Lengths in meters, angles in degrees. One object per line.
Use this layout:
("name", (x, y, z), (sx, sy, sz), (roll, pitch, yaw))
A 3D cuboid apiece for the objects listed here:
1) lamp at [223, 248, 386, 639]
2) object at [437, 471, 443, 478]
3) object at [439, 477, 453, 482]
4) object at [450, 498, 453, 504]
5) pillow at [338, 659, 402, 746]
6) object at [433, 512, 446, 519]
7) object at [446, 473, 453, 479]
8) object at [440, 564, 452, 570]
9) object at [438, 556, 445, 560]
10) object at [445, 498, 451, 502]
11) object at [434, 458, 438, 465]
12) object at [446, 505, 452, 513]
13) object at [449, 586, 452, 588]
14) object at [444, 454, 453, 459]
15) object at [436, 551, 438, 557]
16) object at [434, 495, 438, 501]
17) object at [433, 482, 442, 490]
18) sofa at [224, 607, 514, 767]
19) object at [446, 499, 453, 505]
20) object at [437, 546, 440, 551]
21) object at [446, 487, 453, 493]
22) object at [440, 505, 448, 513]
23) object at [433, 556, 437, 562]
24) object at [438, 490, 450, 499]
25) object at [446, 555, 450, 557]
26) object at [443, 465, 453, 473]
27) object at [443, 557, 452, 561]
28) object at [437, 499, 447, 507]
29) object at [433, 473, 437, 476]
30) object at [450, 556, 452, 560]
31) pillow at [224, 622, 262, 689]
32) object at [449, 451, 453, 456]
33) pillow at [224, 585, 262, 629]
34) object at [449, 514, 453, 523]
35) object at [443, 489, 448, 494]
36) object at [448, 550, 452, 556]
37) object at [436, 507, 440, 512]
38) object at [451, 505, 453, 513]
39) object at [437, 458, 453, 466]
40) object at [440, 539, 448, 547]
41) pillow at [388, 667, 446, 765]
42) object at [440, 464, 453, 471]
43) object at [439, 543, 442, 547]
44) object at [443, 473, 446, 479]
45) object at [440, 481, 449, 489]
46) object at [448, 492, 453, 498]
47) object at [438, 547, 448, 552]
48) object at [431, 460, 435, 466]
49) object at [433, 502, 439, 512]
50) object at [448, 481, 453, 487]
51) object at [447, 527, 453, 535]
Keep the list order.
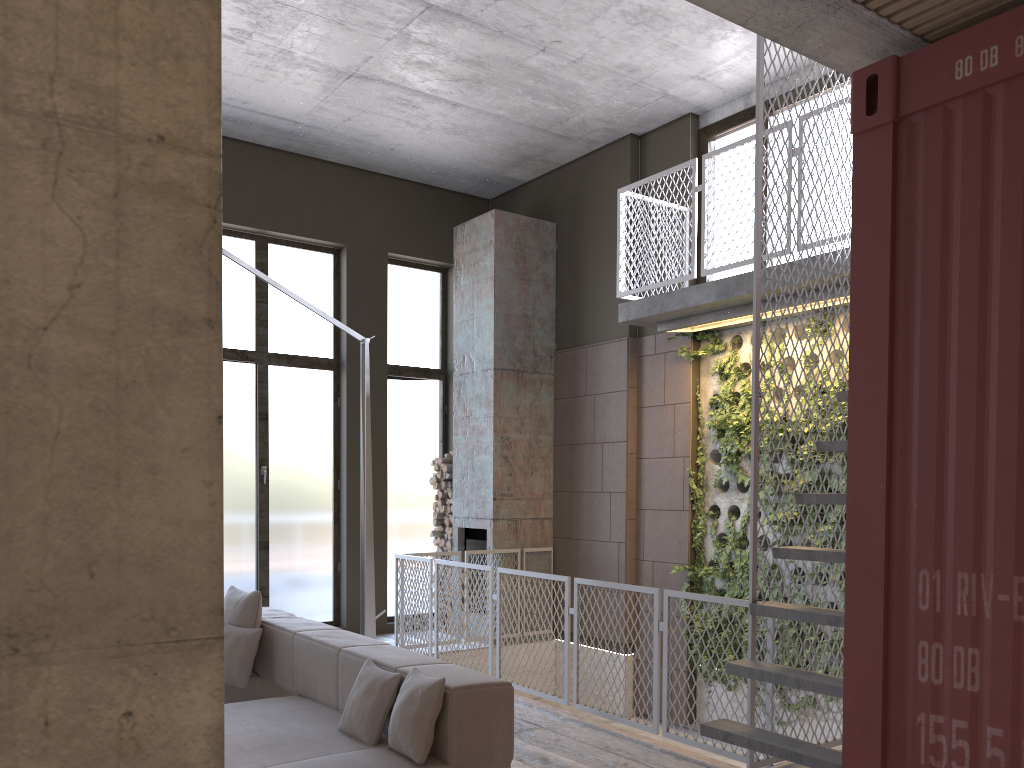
("lamp", (-1.676, 0.604, 5.762), (0.754, 3.423, 2.633), (2, 0, 42))
("object", (-0.640, 1.050, 10.108), (0.480, 0.083, 0.094), (5, -5, -36))
("object", (-0.626, 1.103, 10.108), (0.436, 0.079, 0.115), (5, -6, -36))
("object", (-0.514, 1.330, 9.997), (0.423, 0.072, 0.071), (5, -5, -36))
("pillow", (-0.666, 1.501, 4.115), (0.187, 0.358, 0.371), (0, -2, -36))
("object", (-0.685, 1.525, 10.159), (0.480, 0.083, 0.094), (5, -5, -36))
("object", (-0.552, 1.048, 9.981), (0.423, 0.067, 0.066), (5, -5, -36))
("object", (-0.606, 2.099, 10.134), (0.480, 0.083, 0.094), (5, -5, -36))
("object", (-0.665, 2.041, 10.228), (0.438, 0.093, 0.092), (5, -5, -36))
("object", (-0.594, 1.361, 10.160), (0.363, 0.086, 0.101), (5, -5, -36))
("object", (-0.690, 0.909, 10.201), (0.456, 0.090, 0.091), (5, -5, -37))
("object", (-0.538, 1.434, 10.057), (0.456, 0.089, 0.091), (5, -5, -36))
("object", (-0.519, 2.301, 10.027), (0.423, 0.072, 0.071), (5, -5, -36))
("object", (-0.612, 0.842, 10.081), (0.360, 0.073, 0.065), (5, -5, -37))
("object", (-0.788, 1.977, 10.203), (0.251, 0.073, 0.045), (5, -3, -36))
("object", (-0.784, 1.318, 10.184), (0.251, 0.073, 0.045), (5, -3, -36))
("object", (-0.684, 1.180, 10.150), (0.480, 0.083, 0.094), (5, -5, -36))
("sofa", (-2.076, 1.725, 4.240), (3.018, 0.783, 3.009), (5, -8, -35))
("object", (-0.544, 1.363, 10.072), (0.436, 0.079, 0.115), (5, -6, -36))
("object", (-0.730, 1.936, 10.266), (0.293, 0.103, 0.101), (4, -4, -34))
("object", (-0.567, 1.214, 10.036), (0.364, 0.067, 0.122), (5, -7, -34))
("object", (-0.602, 1.441, 10.114), (0.480, 0.083, 0.094), (5, -5, -36))
("object", (-0.752, 2.052, 10.277), (0.366, 0.108, 0.089), (5, -4, -36))
("object", (-0.707, 1.275, 10.143), (0.294, 0.107, 0.098), (4, -4, -35))
("object", (-0.598, 2.020, 10.180), (0.363, 0.086, 0.101), (5, -5, -36))
("object", (-0.580, 0.972, 10.008), (0.438, 0.093, 0.093), (5, -5, -36))
("object", (-0.583, 2.027, 10.068), (0.456, 0.089, 0.091), (5, -5, -35))
("object", (-0.661, 1.382, 10.208), (0.438, 0.093, 0.092), (5, -5, -36))
("object", (-0.727, 1.069, 10.232), (0.426, 0.086, 0.066), (5, -4, -38))
("object", (-0.509, 1.962, 9.992), (0.426, 0.085, 0.067), (5, -4, -38))
("pillow", (-1.693, 1.649, 5.342), (0.377, 0.372, 0.169), (-1, 0, 28))
("object", (-0.555, 0.801, 10.045), (0.333, 0.056, 0.088), (5, -6, -36))
("pillow", (-1.758, 1.578, 5.610), (0.221, 0.556, 0.565), (0, -2, -34))
("object", (-0.543, 1.537, 9.974), (0.366, 0.108, 0.089), (5, -4, -36))
("object", (-0.623, 1.237, 10.122), (0.360, 0.074, 0.064), (5, -5, -37))
("object", (-0.541, 1.936, 10.036), (0.426, 0.085, 0.067), (5, -4, -38))
("object", (-0.692, 1.464, 10.243), (0.423, 0.067, 0.067), (5, -5, -36))
("object", (-0.491, 1.417, 9.983), (0.438, 0.092, 0.092), (5, -5, -36))
("object", (-0.705, 0.900, 10.078), (0.292, 0.103, 0.104), (5, -5, -36))
("object", (-0.610, 1.822, 10.106), (0.456, 0.089, 0.091), (5, -5, -37))
("pillow", (-0.420, 1.429, 3.807), (0.188, 0.366, 0.363), (0, -2, -31))
("object", (-0.646, 0.958, 10.055), (0.363, 0.084, 0.104), (5, -6, -36))
("object", (-0.683, 1.860, 10.174), (0.333, 0.056, 0.089), (5, -6, -36))
("object", (-0.599, 1.056, 10.047), (0.423, 0.066, 0.067), (5, -5, -36))
("object", (-0.607, 1.163, 10.086), (0.456, 0.089, 0.091), (5, -5, -37))
("object", (-0.537, 1.277, 10.016), (0.426, 0.085, 0.067), (5, -4, -38))
("object", (-0.711, 1.934, 10.163), (0.294, 0.107, 0.098), (4, -4, -35))
("object", (-0.751, 0.928, 10.235), (0.424, 0.069, 0.067), (5, -5, -36))
("object", (-0.759, 1.439, 10.273), (0.364, 0.125, 0.064), (5, -3, -37))
("object", (-0.542, 1.149, 10.046), (0.424, 0.071, 0.067), (5, -5, -36))
("object", (-0.508, 1.670, 9.988), (0.480, 0.083, 0.094), (5, -5, -36))
